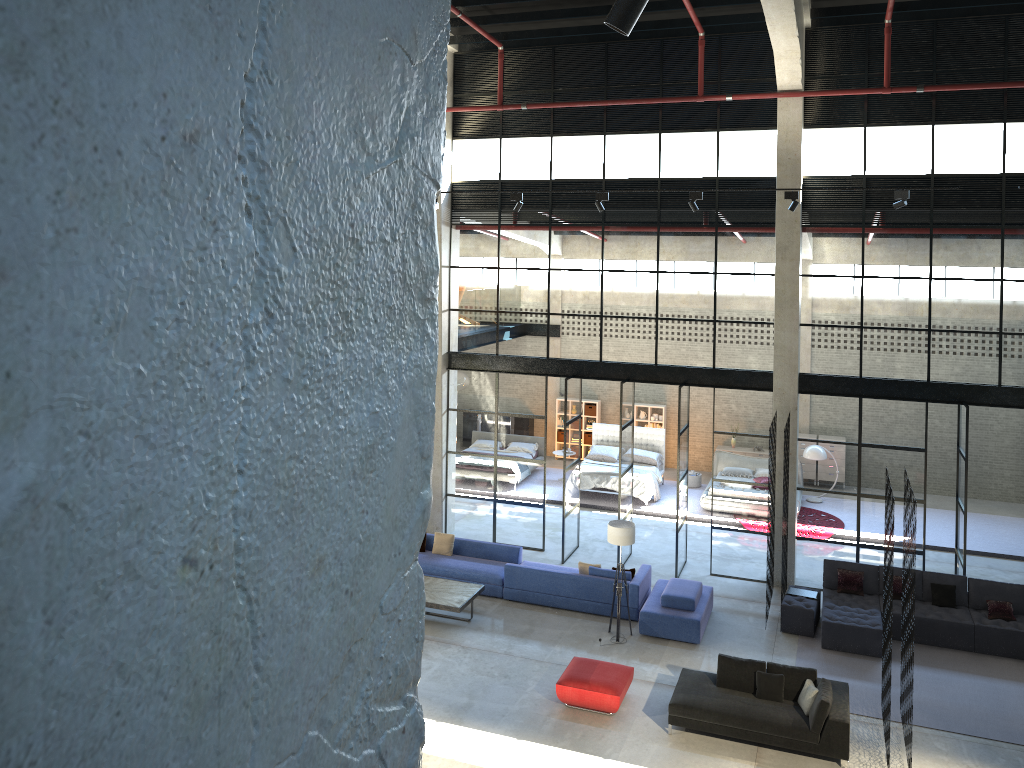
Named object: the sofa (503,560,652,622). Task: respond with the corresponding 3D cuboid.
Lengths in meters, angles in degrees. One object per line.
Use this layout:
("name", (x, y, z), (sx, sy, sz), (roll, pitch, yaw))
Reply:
("sofa", (1.125, 3.329, 14.989), (2.339, 0.721, 1.061), (4, 6, 20))

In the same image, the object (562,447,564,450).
("object", (1.508, 1.940, 25.203), (0.139, 0.235, 0.140), (-1, 3, -33))

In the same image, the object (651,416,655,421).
("object", (3.890, 0.954, 24.261), (0.116, 0.112, 0.116), (3, 5, 23))

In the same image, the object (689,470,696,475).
("object", (4.581, 2.239, 22.231), (0.169, 0.090, 0.169), (5, 8, 33))

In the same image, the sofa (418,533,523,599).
("sofa", (-1.073, 3.226, 15.816), (2.339, 0.603, 1.061), (4, 7, 20))

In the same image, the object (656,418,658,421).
("object", (3.994, 0.986, 24.222), (0.065, 0.063, 0.066), (-1, 5, -22))

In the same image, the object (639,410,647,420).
("object", (3.650, 0.861, 24.405), (0.165, 0.250, 0.166), (0, 3, -25))

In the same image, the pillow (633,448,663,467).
("pillow", (3.268, 1.814, 22.030), (0.980, 0.291, 0.697), (4, 8, 22))

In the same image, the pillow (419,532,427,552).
("pillow", (-1.783, 2.908, 16.222), (0.398, 0.371, 0.261), (1, 3, -1))

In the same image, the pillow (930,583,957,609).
("pillow", (6.866, 3.373, 13.942), (0.384, 0.334, 0.220), (3, 3, 18))

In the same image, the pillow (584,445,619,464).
("pillow", (2.359, 1.794, 22.260), (1.028, 0.373, 0.670), (4, 7, 24))

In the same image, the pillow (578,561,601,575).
("pillow", (1.316, 3.180, 14.732), (0.402, 0.381, 0.208), (3, 3, 21))

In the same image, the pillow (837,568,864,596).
("pillow", (5.565, 3.259, 14.419), (0.414, 0.344, 0.236), (3, 3, 21))

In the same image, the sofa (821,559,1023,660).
("sofa", (6.892, 3.608, 13.299), (4.156, 0.867, 1.839), (4, 8, 20))

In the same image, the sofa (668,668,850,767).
("sofa", (3.083, 4.042, 10.949), (2.109, 0.560, 1.089), (4, 7, 21))

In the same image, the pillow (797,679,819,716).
("pillow", (3.623, 3.819, 10.704), (0.208, 0.315, 0.344), (1, 5, -1))

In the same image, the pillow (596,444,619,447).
("pillow", (2.555, 1.758, 22.513), (1.054, 0.322, 0.492), (4, 7, 20))

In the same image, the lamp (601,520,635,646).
("lamp", (1.644, 3.053, 13.476), (0.430, 1.741, 0.670), (1, 1, 18))

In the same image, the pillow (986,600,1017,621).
("pillow", (7.563, 3.509, 13.573), (0.384, 0.231, 0.328), (3, 6, 20))

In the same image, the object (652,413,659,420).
("object", (3.982, 0.910, 24.373), (0.174, 0.169, 0.176), (0, 5, -12))

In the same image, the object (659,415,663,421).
("object", (4.138, 0.938, 24.315), (0.142, 0.137, 0.142), (4, 6, 38))

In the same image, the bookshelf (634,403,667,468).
("bookshelf", (3.651, 1.446, 24.456), (1.241, 1.755, 0.330), (2, 1, 20))

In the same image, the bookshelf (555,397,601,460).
("bookshelf", (1.883, 1.320, 25.103), (1.241, 1.755, 0.330), (2, 1, 20))

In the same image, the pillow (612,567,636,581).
("pillow", (1.842, 3.216, 14.581), (0.398, 0.371, 0.261), (1, 3, -1))

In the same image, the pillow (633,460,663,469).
("pillow", (3.297, 1.900, 22.100), (0.961, 0.330, 0.721), (4, 8, 21))

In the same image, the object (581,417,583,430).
("object", (1.890, 1.110, 25.087), (0.324, 0.297, 0.326), (3, 5, 20))

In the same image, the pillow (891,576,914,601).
("pillow", (6.268, 3.297, 14.168), (0.407, 0.376, 0.193), (3, 2, 21))

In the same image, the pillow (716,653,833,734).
("pillow", (3.372, 3.765, 10.956), (0.744, 0.417, 1.593), (-4, 10, -40))

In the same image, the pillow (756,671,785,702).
("pillow", (3.227, 3.777, 10.971), (0.343, 0.307, 0.188), (3, 3, 18))

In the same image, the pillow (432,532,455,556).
("pillow", (-1.256, 2.935, 16.072), (0.402, 0.381, 0.208), (3, 3, 21))

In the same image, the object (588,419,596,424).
("object", (2.288, 1.081, 24.966), (0.260, 0.133, 0.058), (4, 2, 20))

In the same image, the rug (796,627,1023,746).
("rug", (5.878, 4.181, 12.265), (3.633, 0.020, 2.668), (4, 9, 20))
